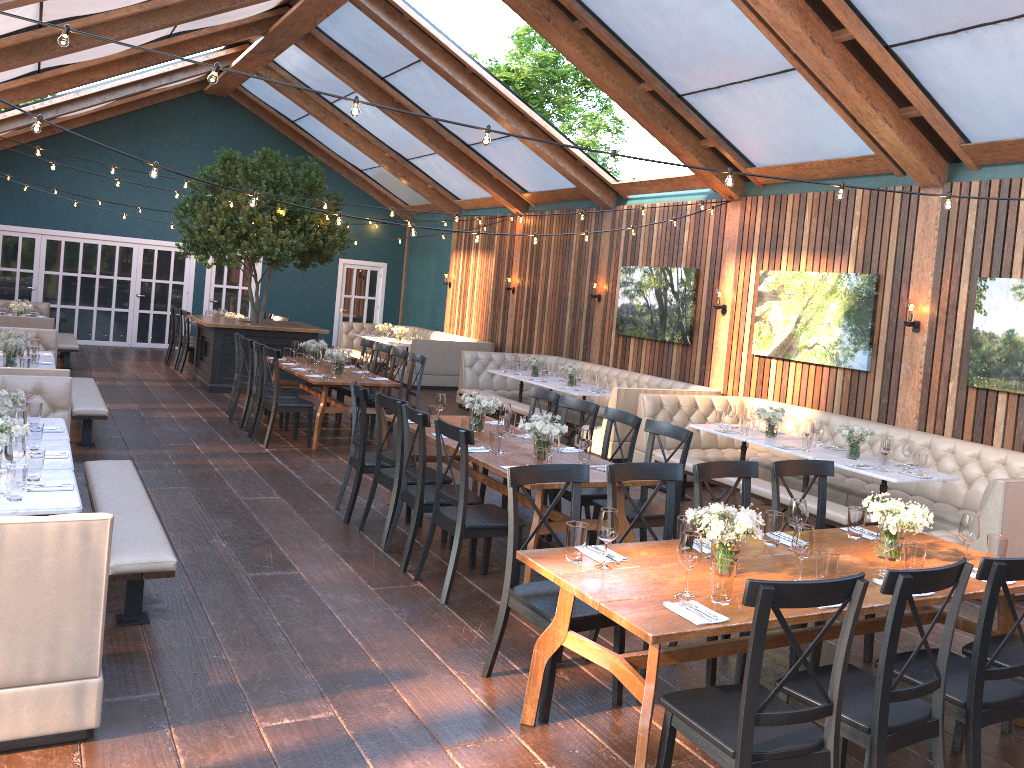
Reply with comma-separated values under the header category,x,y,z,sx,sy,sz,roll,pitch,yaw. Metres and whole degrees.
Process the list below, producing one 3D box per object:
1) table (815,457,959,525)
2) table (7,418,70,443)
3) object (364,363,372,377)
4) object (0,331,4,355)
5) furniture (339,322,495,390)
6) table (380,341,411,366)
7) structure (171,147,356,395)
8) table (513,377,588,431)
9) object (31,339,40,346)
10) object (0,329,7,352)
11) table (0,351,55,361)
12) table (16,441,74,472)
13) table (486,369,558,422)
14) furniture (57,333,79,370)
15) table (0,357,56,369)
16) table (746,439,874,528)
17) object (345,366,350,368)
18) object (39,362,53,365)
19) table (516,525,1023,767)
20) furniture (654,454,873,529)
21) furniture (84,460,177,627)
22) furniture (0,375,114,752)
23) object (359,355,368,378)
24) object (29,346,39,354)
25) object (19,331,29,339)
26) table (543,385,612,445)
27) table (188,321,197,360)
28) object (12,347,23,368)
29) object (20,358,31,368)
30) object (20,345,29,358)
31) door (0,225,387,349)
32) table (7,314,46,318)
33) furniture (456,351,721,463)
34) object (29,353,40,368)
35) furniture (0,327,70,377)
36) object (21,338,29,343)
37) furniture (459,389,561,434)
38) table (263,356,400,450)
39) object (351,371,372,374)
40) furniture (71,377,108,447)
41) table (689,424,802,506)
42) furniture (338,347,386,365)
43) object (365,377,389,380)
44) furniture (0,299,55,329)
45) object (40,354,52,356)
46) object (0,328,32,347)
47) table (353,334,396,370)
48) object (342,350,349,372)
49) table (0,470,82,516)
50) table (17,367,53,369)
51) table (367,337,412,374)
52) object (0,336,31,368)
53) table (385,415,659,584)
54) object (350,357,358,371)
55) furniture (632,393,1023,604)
category,x,y,z,sx,sy,sz,roll,pitch,yaw
table,3.040,1.018,7.279,0.797,0.670,0.803,3,5,-29
table,-3.314,0.614,5.659,0.797,0.670,0.803,3,5,-30
object,-1.616,-0.156,9.904,0.092,0.158,0.092,6,3,8
object,-5.464,-0.439,9.433,0.092,0.244,0.092,6,3,19
furniture,-1.963,-0.604,17.462,1.706,0.856,4.182,2,7,-29
table,-1.980,-0.416,16.560,0.797,0.670,0.803,3,5,-30
structure,-3.849,-1.793,13.612,2.710,3.686,2.866,4,4,-20
table,0.509,0.295,11.959,0.797,0.670,0.803,3,5,-29
object,-5.279,-0.417,9.790,0.091,0.158,0.092,2,4,-42
object,-5.565,-0.472,9.654,0.092,0.244,0.092,6,3,19
table,-5.458,0.002,9.622,0.797,0.670,0.803,3,5,-30
table,-2.927,0.725,4.943,0.797,0.670,0.803,3,5,-29
table,0.122,0.185,12.674,0.797,0.670,0.803,3,5,-30
furniture,-7.361,-0.555,14.568,0.312,0.398,2.342,3,6,-29
table,-5.071,0.112,8.907,0.797,0.670,0.803,3,5,-29
table,2.653,0.907,7.995,0.797,0.670,0.803,3,5,-29
object,-2.020,-0.210,10.770,0.254,0.019,0.158,2,7,-28
object,-4.796,-0.217,8.968,0.254,0.019,0.158,2,7,-28
table,1.275,1.177,3.982,2.426,0.728,0.956,2,6,-29
furniture,2.052,1.023,7.678,0.312,0.398,2.342,3,6,-29
furniture,-2.335,0.880,5.278,0.312,0.398,2.342,3,6,-29
furniture,-3.254,0.622,4.743,1.706,0.856,4.182,2,7,-29
object,-1.650,-0.192,9.812,0.092,0.244,0.092,5,3,-3
object,-4.910,-0.310,9.088,0.091,0.158,0.092,2,4,-42
object,-5.346,-0.456,9.690,0.092,0.244,0.092,6,3,19
table,0.896,0.406,11.243,0.797,0.670,0.803,3,5,-29
table,-5.136,-0.648,15.782,0.949,0.727,2.445,3,6,-29
object,-4.529,-0.214,8.097,0.092,0.244,0.092,6,3,19
object,-4.434,-0.157,8.053,0.092,0.158,0.092,6,3,8
object,-4.594,-0.243,8.323,0.092,0.244,0.092,6,3,19
door,-6.587,-1.817,18.570,8.159,2.203,0.174,2,3,-29
table,-8.334,-0.819,14.939,0.797,0.670,0.803,3,5,-29
furniture,0.903,0.214,12.164,1.706,0.856,4.182,2,7,-29
object,-4.552,-0.207,8.424,0.091,0.158,0.092,2,4,-42
furniture,-5.404,0.008,8.719,1.706,0.856,4.182,2,7,-29
object,-4.956,-0.345,8.980,0.092,0.244,0.092,6,3,19
furniture,-0.092,0.411,11.642,0.312,0.398,2.342,3,6,-29
table,-2.230,0.182,10.410,0.949,0.727,2.445,3,6,-29
object,-1.770,-0.141,10.295,0.254,0.019,0.158,2,7,-28
furniture,-4.479,0.267,9.242,0.312,0.398,2.342,3,6,-29
table,2.266,0.797,8.711,0.797,0.670,0.803,3,5,-30
furniture,-2.973,-0.412,16.969,0.312,0.398,2.342,3,6,-29
object,-1.493,-0.061,9.780,0.254,0.019,0.158,2,7,-28
furniture,-8.274,-0.812,14.025,1.706,0.856,4.182,2,7,-29
object,-5.171,-0.324,9.665,0.254,0.019,0.158,2,7,-28
object,-5.262,-0.441,9.318,0.335,0.308,0.331,4,4,-17
table,-2.754,-0.637,17.991,0.797,0.670,0.803,3,5,-29
object,-1.947,-0.271,10.298,0.092,0.244,0.092,6,3,14
table,-2.540,0.835,4.227,0.797,0.670,0.803,3,5,-29
table,-4.684,0.223,8.191,0.797,0.670,0.803,3,5,-29
table,-2.367,-0.526,17.276,0.797,0.670,0.803,3,5,-29
object,-4.806,-0.311,8.477,0.336,0.308,0.331,4,4,-12
table,-0.090,0.793,6.453,0.949,0.727,2.445,3,6,-29
object,-1.870,-0.233,10.422,0.092,0.158,0.092,7,4,28
furniture,3.049,0.827,8.197,1.706,0.856,4.182,2,7,-29
